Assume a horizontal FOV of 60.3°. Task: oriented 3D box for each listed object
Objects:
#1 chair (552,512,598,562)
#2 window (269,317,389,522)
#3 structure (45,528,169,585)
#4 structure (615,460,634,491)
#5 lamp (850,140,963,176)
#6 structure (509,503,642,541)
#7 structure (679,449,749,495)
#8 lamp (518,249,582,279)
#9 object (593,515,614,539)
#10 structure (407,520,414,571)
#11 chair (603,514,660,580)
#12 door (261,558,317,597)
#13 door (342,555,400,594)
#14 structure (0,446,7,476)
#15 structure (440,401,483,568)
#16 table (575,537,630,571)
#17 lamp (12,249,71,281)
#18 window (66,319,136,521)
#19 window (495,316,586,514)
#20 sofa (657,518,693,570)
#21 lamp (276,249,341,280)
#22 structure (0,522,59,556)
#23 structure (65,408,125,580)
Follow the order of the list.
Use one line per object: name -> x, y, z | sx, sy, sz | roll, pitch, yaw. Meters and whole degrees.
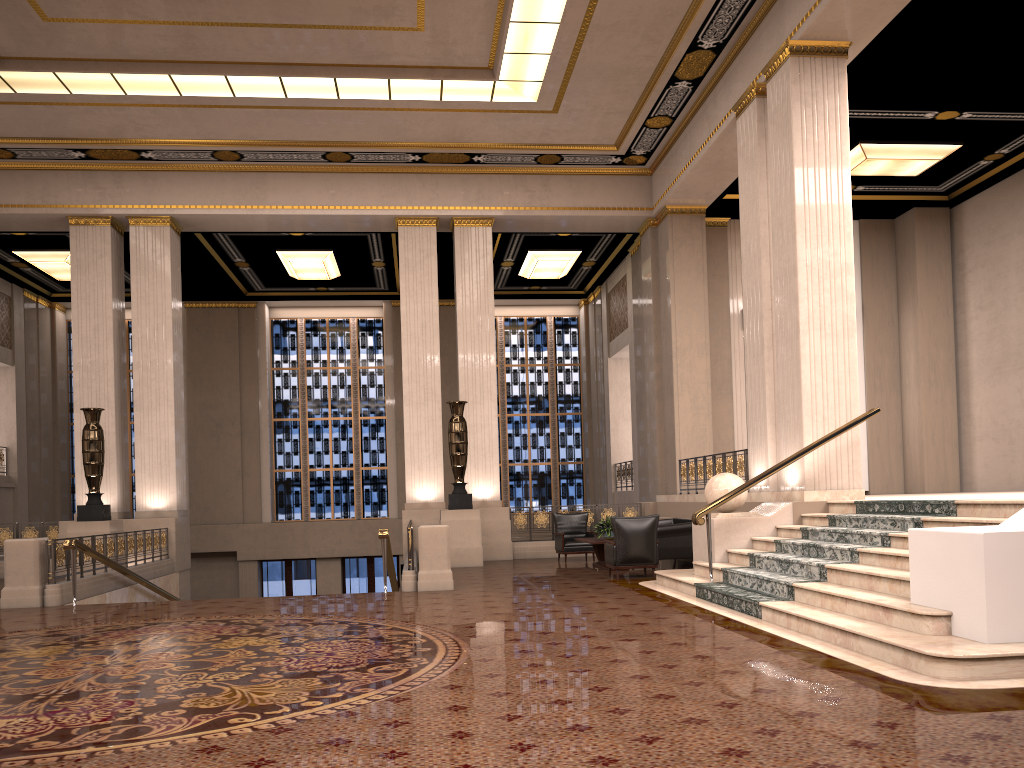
chair -> 1.095, 2.648, 15.297 | 0.647, 0.841, 0.722 | -1, -4, -11
window -> -4.809, 0.922, 23.292 | 2.986, 5.347, 0.069 | -1, -1, -6
structure -> -5.753, 2.450, 12.943 | 0.079, 0.534, 4.975 | -2, -7, -6
structure -> 2.643, 2.126, 20.354 | 0.031, 0.664, 2.172 | -2, -7, -6
lamp -> 6.190, -3.624, 14.356 | 1.715, 0.213, 1.177 | -1, -7, -6
structure -> 1.214, 2.606, 16.598 | 2.533, 0.653, 0.032 | -1, -1, -6
structure -> 3.193, 1.422, 13.915 | 0.032, 0.621, 3.723 | -2, -7, -6
lamp -> 0.836, -2.703, 20.139 | 1.167, 0.213, 2.032 | -1, -7, -6
object -> 1.488, 2.211, 13.634 | 0.503, 0.375, 0.527 | -4, -6, 26
structure -> -1.546, 2.380, 13.393 | 0.079, 0.534, 4.975 | -2, -7, -7
chair -> 1.611, 2.187, 11.894 | 0.647, 0.841, 0.721 | -1, -4, -6
door -> -5.702, 5.820, 22.629 | 1.491, 2.718, 0.155 | -1, -1, -6
door -> -3.627, 5.786, 22.851 | 1.491, 2.718, 0.155 | -1, -1, -6
structure -> -11.333, 1.617, 18.872 | 0.031, 0.664, 2.172 | -2, -7, -6
structure -> -0.905, 1.696, 14.985 | 0.700, 2.782, 0.702 | -2, -1, -6
table -> 1.514, 2.619, 13.643 | 0.838, 0.433, 1.486 | -1, -7, -6
lamp -> -9.709, -2.527, 19.010 | 1.167, 0.213, 2.032 | -1, -7, -6
window -> -9.881, 1.006, 22.749 | 2.986, 5.347, 0.069 | -1, -1, -6
window -> 0.438, 0.834, 23.854 | 2.986, 5.347, 0.069 | -1, -1, -6
sofa -> 2.422, 2.471, 13.746 | 0.874, 0.703, 1.937 | -1, -7, -6
lamp -> -4.481, -2.614, 19.570 | 1.167, 0.213, 2.032 | -1, -7, -6
structure -> -9.166, 2.779, 15.486 | 2.533, 0.653, 0.032 | -1, -1, -6
structure -> -6.798, 1.794, 14.353 | 0.700, 2.782, 0.702 | -2, -1, -6
